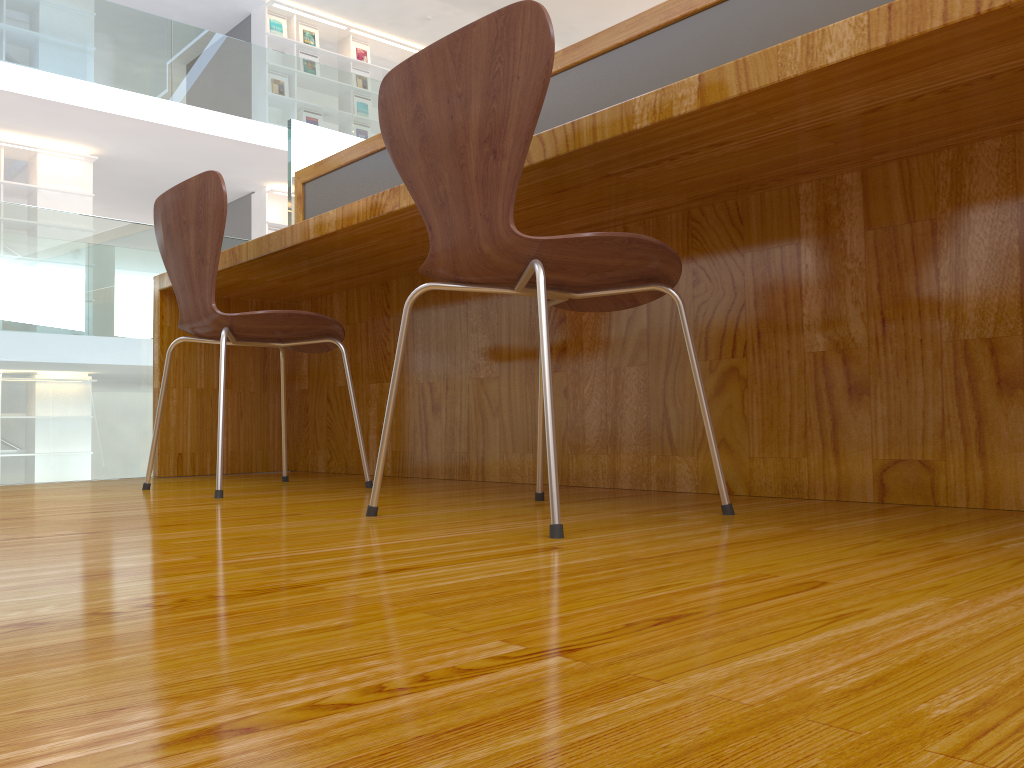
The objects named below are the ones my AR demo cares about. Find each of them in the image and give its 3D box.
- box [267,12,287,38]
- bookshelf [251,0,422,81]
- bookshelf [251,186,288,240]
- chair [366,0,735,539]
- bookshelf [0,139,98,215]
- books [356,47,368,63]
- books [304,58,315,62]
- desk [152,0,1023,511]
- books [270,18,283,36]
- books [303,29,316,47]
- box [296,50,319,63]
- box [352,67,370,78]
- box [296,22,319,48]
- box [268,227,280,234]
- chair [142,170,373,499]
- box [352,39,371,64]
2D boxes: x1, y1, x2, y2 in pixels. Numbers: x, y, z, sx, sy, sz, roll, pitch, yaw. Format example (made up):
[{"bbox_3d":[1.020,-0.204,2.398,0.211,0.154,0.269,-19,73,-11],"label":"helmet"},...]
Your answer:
[{"bbox_3d":[-2.638,-3.907,9.783,0.245,0.296,0.274,2,-4,-42],"label":"box"},{"bbox_3d":[-1.596,-3.212,10.581,2.984,1.836,0.498,2,-4,-42],"label":"bookshelf"},{"bbox_3d":[-1.564,-1.168,10.483,2.984,1.836,0.498,2,-4,-42],"label":"bookshelf"},{"bbox_3d":[0.046,-0.140,1.361,0.381,0.693,0.428,2,-4,-42],"label":"chair"},{"bbox_3d":[-5.338,-1.271,7.108,3.666,1.836,0.498,2,-4,-42],"label":"bookshelf"},{"bbox_3d":[-1.764,-3.837,10.424,0.145,0.210,0.037,2,-4,-42],"label":"books"},{"bbox_3d":[-2.272,-3.535,9.945,0.145,0.210,0.037,2,-4,-42],"label":"books"},{"bbox_3d":[0.431,-0.291,1.924,1.248,1.022,3.216,2,-4,-42],"label":"desk"},{"bbox_3d":[-2.575,-3.879,9.699,0.145,0.210,0.037,2,-4,-42],"label":"books"},{"bbox_3d":[-2.276,-3.867,9.966,0.145,0.210,0.037,2,-4,-42],"label":"books"},{"bbox_3d":[-2.336,-3.572,10.033,0.245,0.296,0.274,2,-4,-42],"label":"box"},{"bbox_3d":[-1.829,-3.556,10.487,0.245,0.296,0.274,2,-4,-42],"label":"box"},{"bbox_3d":[-2.342,-3.898,10.048,0.245,0.296,0.274,2,-4,-42],"label":"box"},{"bbox_3d":[-2.588,-1.535,9.679,0.245,0.296,0.274,2,-4,-42],"label":"box"},{"bbox_3d":[-0.602,-0.095,2.083,0.381,0.693,0.428,2,-4,-42],"label":"chair"},{"bbox_3d":[-1.835,-3.886,10.498,0.245,0.296,0.274,2,-4,-42],"label":"box"}]
